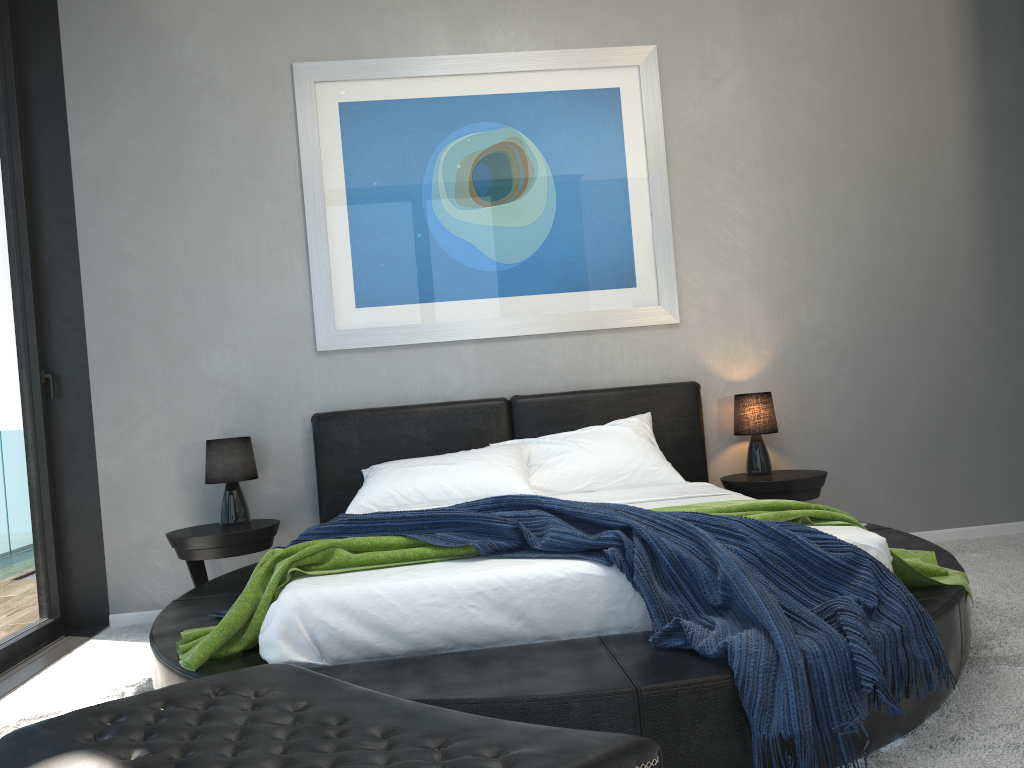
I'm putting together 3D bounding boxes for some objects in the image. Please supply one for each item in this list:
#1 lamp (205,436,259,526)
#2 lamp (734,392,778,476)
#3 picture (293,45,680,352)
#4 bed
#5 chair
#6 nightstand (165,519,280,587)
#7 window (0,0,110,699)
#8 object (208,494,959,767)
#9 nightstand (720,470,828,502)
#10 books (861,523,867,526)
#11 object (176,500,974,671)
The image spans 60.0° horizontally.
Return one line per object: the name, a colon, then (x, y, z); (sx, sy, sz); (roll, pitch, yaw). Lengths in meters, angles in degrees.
lamp: (-1.302, 0.451, 4.124); (0.241, 0.400, 0.219); (-5, 0, -36)
lamp: (1.196, 0.244, 4.348); (0.208, 0.400, 0.219); (-5, 0, -24)
picture: (-0.110, -0.929, 4.383); (1.800, 1.400, 0.025); (-5, 0, -5)
bed: (0.128, 0.487, 3.121); (2.754, 0.933, 2.618); (-5, -1, -5)
chair: (-0.483, 0.454, 0.641); (0.639, 0.995, 1.280); (-5, -1, 40)
nightstand: (-1.288, 0.869, 4.022); (0.497, 0.440, 0.496); (-5, -1, 6)
window: (-0.568, -0.556, 4.493); (3.595, 3.183, 9.727); (-5, -1, -5)
object: (0.025, 0.615, 2.536); (2.156, 0.568, 0.684); (-6, -1, 37)
nightstand: (1.271, 0.657, 4.256); (0.497, 0.440, 0.496); (-5, -1, 24)
books: (1.189, 0.570, 3.598); (0.395, 0.039, 0.301); (-6, -2, 41)
object: (0.171, 0.547, 2.648); (2.301, 0.342, 0.646); (-5, -1, -6)
